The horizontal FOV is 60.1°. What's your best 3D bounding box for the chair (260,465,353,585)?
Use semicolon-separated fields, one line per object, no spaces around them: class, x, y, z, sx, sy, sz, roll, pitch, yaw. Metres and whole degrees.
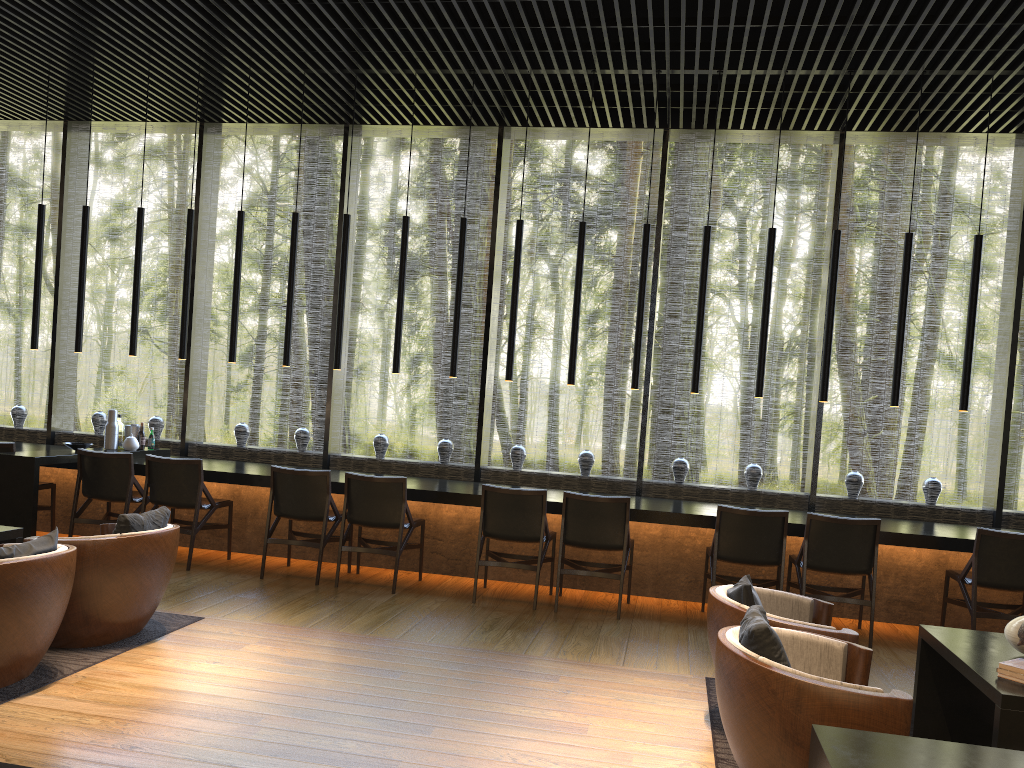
chair;-1.534;1.031;6.657;0.525;0.828;0.563;4;1;11

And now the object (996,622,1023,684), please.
object;1.916;0.923;3.192;0.174;0.310;0.228;3;1;-34

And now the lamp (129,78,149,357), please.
lamp;-3.162;-1.445;7.540;0.060;2.425;0.060;4;2;6

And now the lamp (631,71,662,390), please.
lamp;1.030;-1.165;6.770;0.060;2.425;0.060;5;2;15

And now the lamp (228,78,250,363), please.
lamp;-2.258;-1.385;7.374;0.060;2.425;0.060;4;2;6

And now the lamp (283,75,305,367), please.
lamp;-1.782;-1.353;7.287;0.060;2.425;0.060;4;2;6

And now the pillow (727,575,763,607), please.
pillow;1.080;1.047;4.050;0.204;0.338;0.442;4;0;18

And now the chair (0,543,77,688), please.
chair;-2.282;1.016;3.885;0.605;0.605;0.804;4;0;11

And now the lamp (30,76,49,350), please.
lamp;-4.097;-1.508;7.712;0.060;2.425;0.060;4;2;6

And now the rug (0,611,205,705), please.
rug;-3.093;1.272;4.482;2.239;0.008;1.959;4;-2;10

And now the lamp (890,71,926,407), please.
lamp;2.881;-1.042;6.430;0.060;2.425;0.060;4;2;6

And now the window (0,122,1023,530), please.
window;-9.518;-1.316;4.118;31.845;4.234;12.059;4;-1;10

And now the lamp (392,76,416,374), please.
lamp;-0.853;-1.291;7.116;0.060;2.425;0.060;5;2;15

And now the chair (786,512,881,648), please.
chair;2.170;1.279;5.977;0.525;0.828;0.563;4;1;11

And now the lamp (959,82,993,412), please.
lamp;3.342;-1.011;6.345;0.060;2.425;0.060;4;2;6

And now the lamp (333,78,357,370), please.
lamp;-1.345;-1.324;7.206;0.060;2.425;0.060;4;2;6

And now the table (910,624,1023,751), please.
table;2.027;1.353;3.484;0.575;0.518;1.042;4;-1;11

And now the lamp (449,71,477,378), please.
lamp;-0.384;-1.260;7.030;0.060;2.425;0.060;4;2;6

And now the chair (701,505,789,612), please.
chair;1.606;1.241;6.081;0.525;0.828;0.563;4;1;11

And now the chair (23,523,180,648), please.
chair;-2.126;1.049;4.726;0.605;0.605;0.804;4;0;11

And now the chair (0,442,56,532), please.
chair;-4.086;0.861;7.126;0.525;0.828;0.563;4;1;11

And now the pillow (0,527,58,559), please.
pillow;-2.150;0.811;3.853;0.204;0.338;0.442;4;0;18

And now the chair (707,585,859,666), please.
chair;1.181;1.267;4.032;0.605;0.605;0.804;4;0;11

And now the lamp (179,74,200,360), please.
lamp;-2.706;-1.415;7.456;0.060;2.425;0.060;4;2;6

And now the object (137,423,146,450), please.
object;-3.311;0.466;7.910;0.067;0.238;0.067;4;2;4

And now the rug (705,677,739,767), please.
rug;1.952;1.608;3.555;2.239;0.008;2.042;4;-2;10

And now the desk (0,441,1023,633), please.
desk;-8.359;0.617;8.290;28.697;0.761;1.781;4;-1;10

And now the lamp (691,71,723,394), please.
lamp;1.475;-1.136;6.688;0.060;2.425;0.060;4;2;6

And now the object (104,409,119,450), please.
object;-3.471;0.395;7.678;0.113;0.345;0.113;4;2;6

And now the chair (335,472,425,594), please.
chair;-0.970;1.069;6.554;0.525;0.828;0.563;4;1;11

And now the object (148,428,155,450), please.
object;-3.256;0.493;7.996;0.056;0.197;0.056;4;2;12

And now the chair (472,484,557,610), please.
chair;0.023;1.135;6.371;0.525;0.828;0.563;4;1;11

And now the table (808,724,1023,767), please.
table;1.748;1.295;2.123;1.958;0.514;0.620;4;0;10

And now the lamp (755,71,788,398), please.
lamp;1.939;-1.105;6.603;0.060;2.425;0.060;4;2;6

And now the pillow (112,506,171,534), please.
pillow;-1.995;0.840;4.697;0.222;0.363;0.399;4;0;11

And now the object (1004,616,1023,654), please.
object;2.122;1.020;3.564;0.246;0.168;0.245;4;0;-32

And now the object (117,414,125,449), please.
object;-3.488;0.418;7.833;0.129;0.306;0.129;4;1;-4

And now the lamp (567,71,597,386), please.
lamp;0.546;-1.198;6.859;0.060;2.425;0.060;4;2;6

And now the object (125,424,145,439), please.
object;-3.409;0.470;7.989;0.168;0.219;0.168;4;1;6

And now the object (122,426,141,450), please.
object;-3.335;0.470;7.756;0.136;0.218;0.135;4;1;-2

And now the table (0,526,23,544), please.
table;-3.086;1.012;4.424;0.575;0.518;1.042;4;-1;11

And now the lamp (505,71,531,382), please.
lamp;0.061;-1.230;6.948;0.060;2.425;0.060;5;2;15

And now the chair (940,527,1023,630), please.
chair;3.190;1.347;5.790;0.525;0.828;0.563;4;1;11

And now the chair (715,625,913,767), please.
chair;1.025;1.234;3.190;0.605;0.605;0.804;4;0;11

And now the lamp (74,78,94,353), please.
lamp;-3.674;-1.479;7.634;0.060;2.425;0.060;4;2;6

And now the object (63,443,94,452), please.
object;-3.546;0.521;7.234;0.227;0.067;0.227;4;-1;13

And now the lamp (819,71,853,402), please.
lamp;2.393;-1.074;6.520;0.060;2.425;0.060;4;2;6

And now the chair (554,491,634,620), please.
chair;0.587;1.173;6.268;0.525;0.828;0.563;4;1;11

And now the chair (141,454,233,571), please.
chair;-2.528;0.965;6.840;0.525;0.828;0.563;4;1;11

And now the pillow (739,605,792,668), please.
pillow;0.925;1.010;3.205;0.222;0.363;0.399;4;0;11

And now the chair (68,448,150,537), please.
chair;-3.092;0.927;6.944;0.525;0.828;0.563;4;1;11
